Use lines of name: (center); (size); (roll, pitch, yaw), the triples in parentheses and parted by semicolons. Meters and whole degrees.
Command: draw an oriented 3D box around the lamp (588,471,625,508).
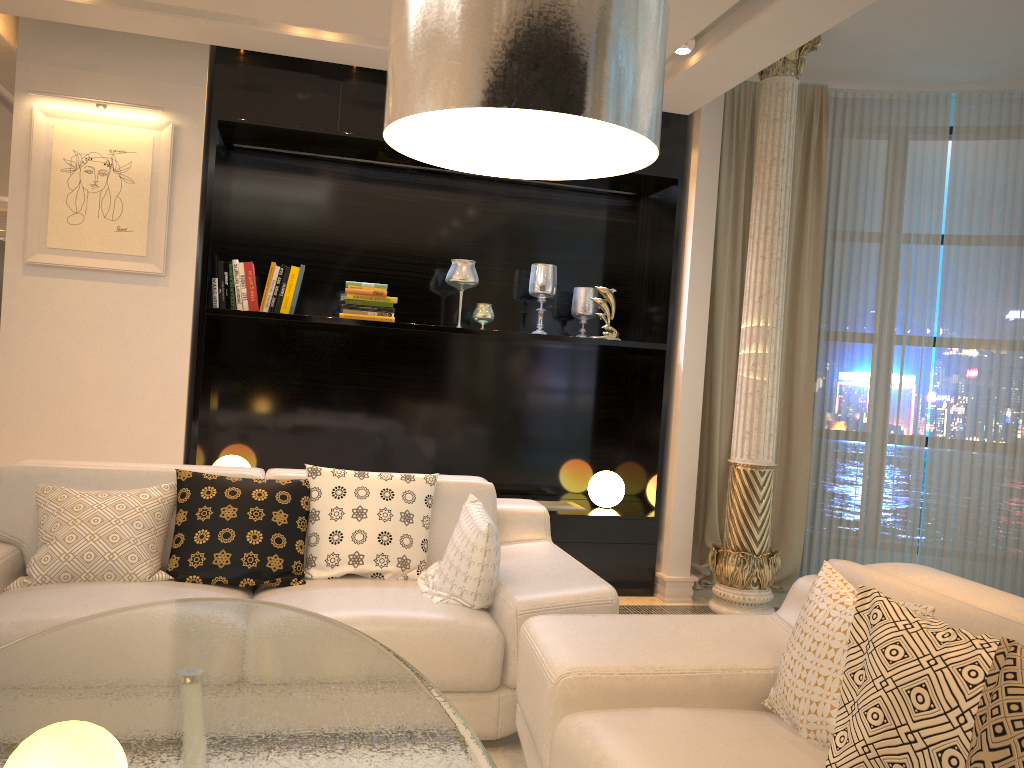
lamp: (0.547, 0.610, 5.143); (0.212, 0.214, 0.213); (5, 1, 37)

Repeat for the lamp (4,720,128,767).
lamp: (-0.550, 0.490, 1.089); (0.143, 0.143, 0.143); (3, 1, -29)

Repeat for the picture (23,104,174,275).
picture: (-1.926, -0.901, 4.151); (0.610, 0.729, 0.027); (4, 1, -14)

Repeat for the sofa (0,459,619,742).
sofa: (-0.901, 0.714, 3.102); (2.328, 0.754, 1.145); (4, 1, -14)

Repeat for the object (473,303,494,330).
object: (-0.159, -0.366, 4.912); (0.119, 0.154, 0.119); (4, 1, -4)

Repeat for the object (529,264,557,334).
object: (0.171, -0.470, 5.105); (0.156, 0.426, 0.156); (4, 1, -9)

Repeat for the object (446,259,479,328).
object: (-0.280, -0.488, 4.890); (0.181, 0.381, 0.181); (4, 1, -20)

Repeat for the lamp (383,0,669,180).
lamp: (0.778, -0.032, 1.471); (2.009, 2.519, 0.393); (4, 1, -14)

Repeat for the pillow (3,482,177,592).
pillow: (-1.400, 0.510, 3.010); (0.521, 0.329, 0.351); (4, 1, -14)

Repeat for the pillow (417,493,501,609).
pillow: (-0.183, 0.571, 3.103); (0.281, 0.325, 0.521); (4, 1, -4)

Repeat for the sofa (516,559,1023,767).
sofa: (0.825, 0.857, 1.513); (1.145, 0.754, 2.328); (4, 1, -14)

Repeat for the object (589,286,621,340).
object: (0.519, -0.390, 4.933); (0.182, 0.293, 0.116); (4, 1, -17)

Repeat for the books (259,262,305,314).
books: (-1.187, -0.486, 4.585); (0.210, 0.261, 0.212); (4, 1, -14)

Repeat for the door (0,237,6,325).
door: (-4.111, -6.099, 0.847); (83.408, 24.296, 83.408); (4, 1, 8)

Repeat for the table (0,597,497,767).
table: (-0.503, 0.847, 1.181); (0.999, 0.565, 2.140); (4, 1, -15)

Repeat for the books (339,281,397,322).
books: (-0.765, -0.429, 4.715); (0.296, 0.197, 0.260); (4, 1, -11)

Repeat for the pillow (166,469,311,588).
pillow: (-0.957, 0.504, 3.129); (0.524, 0.355, 0.323); (4, 1, -13)

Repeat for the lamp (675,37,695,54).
lamp: (0.763, -1.537, 3.949); (0.107, 0.127, 0.107); (3, 1, -33)

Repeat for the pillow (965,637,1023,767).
pillow: (0.894, 0.654, 1.335); (0.301, 0.436, 0.575); (4, 1, -8)

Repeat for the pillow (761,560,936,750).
pillow: (0.766, 0.641, 2.041); (0.222, 0.380, 0.463); (4, 1, -9)

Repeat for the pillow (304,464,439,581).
pillow: (-0.523, 0.517, 3.280); (0.526, 0.399, 0.255); (4, 1, -14)

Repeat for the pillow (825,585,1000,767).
pillow: (0.889, 0.654, 1.662); (0.288, 0.429, 0.587); (3, 1, -39)

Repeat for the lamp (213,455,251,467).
lamp: (-1.470, 0.478, 4.643); (0.213, 0.214, 0.212); (4, 1, 26)

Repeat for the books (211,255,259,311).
books: (-1.410, -0.504, 4.525); (0.240, 0.270, 0.208); (4, 1, -14)

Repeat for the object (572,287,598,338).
object: (0.419, -0.399, 5.162); (0.147, 0.317, 0.147); (4, 1, -12)
